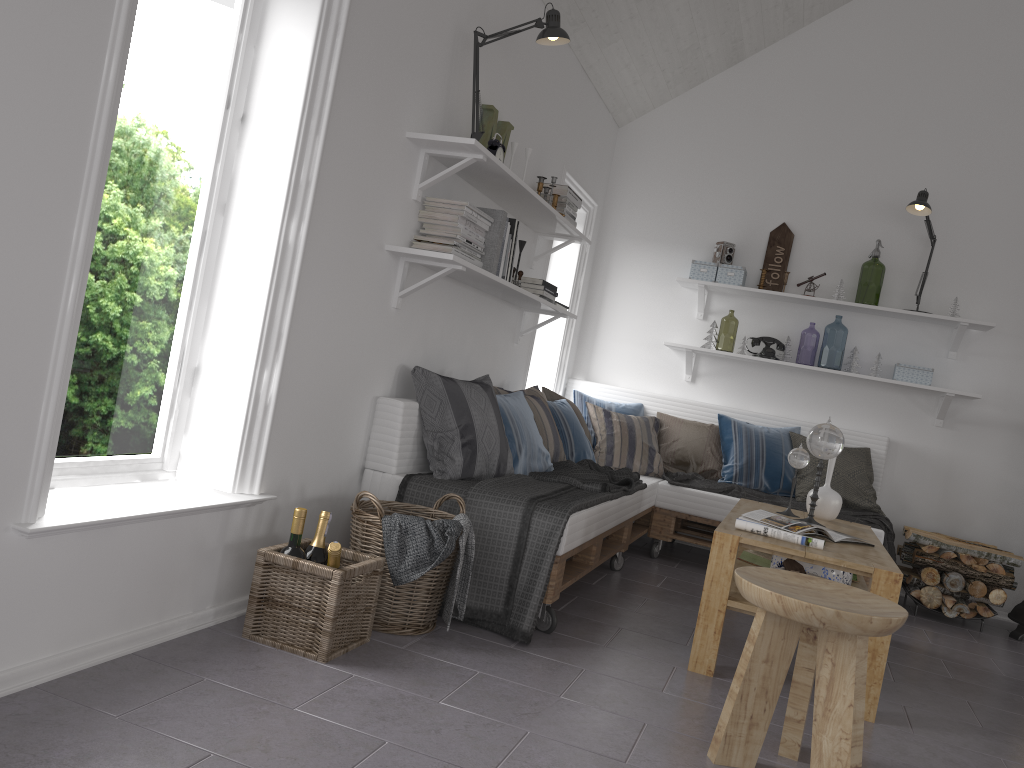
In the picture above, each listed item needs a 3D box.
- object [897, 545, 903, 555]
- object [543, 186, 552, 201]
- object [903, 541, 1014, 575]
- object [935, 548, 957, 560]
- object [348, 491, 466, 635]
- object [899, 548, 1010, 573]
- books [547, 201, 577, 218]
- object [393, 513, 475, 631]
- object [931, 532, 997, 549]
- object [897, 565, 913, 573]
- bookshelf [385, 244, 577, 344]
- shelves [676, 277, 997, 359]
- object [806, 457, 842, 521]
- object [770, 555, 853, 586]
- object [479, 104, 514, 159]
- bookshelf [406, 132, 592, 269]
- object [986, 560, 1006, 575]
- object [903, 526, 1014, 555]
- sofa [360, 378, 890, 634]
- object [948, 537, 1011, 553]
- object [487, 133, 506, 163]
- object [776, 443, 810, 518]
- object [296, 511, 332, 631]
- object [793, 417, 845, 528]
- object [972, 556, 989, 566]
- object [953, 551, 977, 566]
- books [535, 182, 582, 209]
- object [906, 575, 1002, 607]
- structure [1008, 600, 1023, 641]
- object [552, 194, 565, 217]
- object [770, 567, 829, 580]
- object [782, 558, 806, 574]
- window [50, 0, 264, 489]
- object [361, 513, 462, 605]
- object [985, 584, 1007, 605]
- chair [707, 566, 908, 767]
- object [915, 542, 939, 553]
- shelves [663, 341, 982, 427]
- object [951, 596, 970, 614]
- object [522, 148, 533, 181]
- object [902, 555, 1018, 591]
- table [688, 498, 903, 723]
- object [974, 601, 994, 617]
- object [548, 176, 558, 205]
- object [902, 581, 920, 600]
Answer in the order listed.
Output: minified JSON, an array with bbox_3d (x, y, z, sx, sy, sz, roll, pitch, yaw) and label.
[{"bbox_3d":[2.455,1.007,4.985,0.539,0.070,0.101,11,1,19],"label":"object"},{"bbox_3d":[0.159,-0.897,4.349,0.055,0.153,0.055,11,1,-14],"label":"object"},{"bbox_3d":[2.488,0.973,4.955,0.562,0.057,0.097,11,1,18],"label":"object"},{"bbox_3d":[2.395,0.920,4.928,0.098,0.060,0.467,11,1,21],"label":"object"},{"bbox_3d":[-0.365,0.574,2.942,0.393,0.432,0.393,11,1,5],"label":"object"},{"bbox_3d":[2.418,0.984,4.863,0.538,0.082,0.099,11,1,18],"label":"object"},{"bbox_3d":[0.235,-0.911,4.625,0.161,0.026,0.223,11,1,18],"label":"books"},{"bbox_3d":[-0.324,0.594,2.935,0.349,0.356,0.290,11,1,12],"label":"object"},{"bbox_3d":[2.506,0.896,5.046,0.467,0.063,0.095,11,1,18],"label":"object"},{"bbox_3d":[2.470,1.134,5.073,0.569,0.078,0.115,11,1,19],"label":"object"},{"bbox_3d":[-0.069,-0.332,4.009,0.269,0.212,1.820,11,1,18],"label":"bookshelf"},{"bbox_3d":[1.900,-0.396,5.403,1.820,0.212,0.269,11,1,18],"label":"shelves"},{"bbox_3d":[1.448,0.464,4.070,0.155,0.325,0.155,11,1,-11],"label":"object"},{"bbox_3d":[1.158,0.725,3.436,0.302,0.161,0.302,11,1,14],"label":"object"},{"bbox_3d":[-0.093,-1.017,3.848,0.052,0.311,0.330,11,1,18],"label":"object"},{"bbox_3d":[0.008,-0.735,4.003,0.269,0.212,1.820,11,1,18],"label":"bookshelf"},{"bbox_3d":[2.611,0.963,4.853,0.098,0.088,0.466,11,1,19],"label":"object"},{"bbox_3d":[2.448,0.882,4.867,0.562,0.074,0.095,11,1,19],"label":"object"},{"bbox_3d":[0.823,0.534,4.354,2.017,0.932,2.855,11,1,18],"label":"sofa"},{"bbox_3d":[2.488,0.892,4.963,0.541,0.070,0.101,11,1,19],"label":"object"},{"bbox_3d":[-0.068,-0.935,3.608,0.050,0.165,0.120,11,1,18],"label":"object"},{"bbox_3d":[1.274,0.429,3.997,0.109,0.329,0.109,11,1,-13],"label":"object"},{"bbox_3d":[-0.614,0.564,2.682,0.094,0.361,0.127,11,1,18],"label":"object"},{"bbox_3d":[1.319,0.369,3.800,0.155,0.468,0.155,11,1,-3],"label":"object"},{"bbox_3d":[2.543,0.949,4.866,0.044,0.034,0.425,11,1,17],"label":"object"},{"bbox_3d":[2.479,0.935,4.900,0.096,0.068,0.467,11,1,18],"label":"object"},{"bbox_3d":[0.244,-0.977,4.609,0.176,0.053,0.290,11,1,18],"label":"books"},{"bbox_3d":[2.385,1.118,4.790,0.468,0.069,0.095,11,1,18],"label":"object"},{"bbox_3d":[3.391,-1.006,4.704,0.643,4.887,0.626,11,1,-6],"label":"structure"},{"bbox_3d":[0.204,-0.860,4.266,0.124,0.100,0.124,11,1,41],"label":"object"},{"bbox_3d":[1.065,0.737,3.129,0.155,0.102,0.281,10,1,-39],"label":"object"},{"bbox_3d":[1.035,0.710,3.185,0.090,0.139,0.182,10,1,-17],"label":"object"},{"bbox_3d":[-0.973,-0.518,2.362,0.117,1.655,0.685,11,1,18],"label":"window"},{"bbox_3d":[-0.334,0.576,2.878,0.303,0.332,0.367,10,1,-26],"label":"object"},{"bbox_3d":[2.615,1.102,4.865,0.118,0.142,0.520,11,1,22],"label":"object"},{"bbox_3d":[0.752,0.770,2.304,0.431,0.479,0.431,11,1,16],"label":"chair"},{"bbox_3d":[2.315,0.902,4.949,0.098,0.061,0.467,11,1,19],"label":"object"},{"bbox_3d":[1.824,0.007,5.408,1.820,0.212,0.269,11,1,18],"label":"shelves"},{"bbox_3d":[2.441,1.178,4.902,0.097,0.056,0.562,11,1,18],"label":"object"},{"bbox_3d":[0.056,-0.966,4.122,0.084,0.256,0.084,11,1,-13],"label":"object"},{"bbox_3d":[2.427,1.023,4.827,0.562,0.063,0.095,11,1,19],"label":"object"},{"bbox_3d":[1.149,0.824,3.609,0.607,0.485,1.457,11,1,18],"label":"table"},{"bbox_3d":[2.550,1.207,4.864,0.096,0.060,0.467,11,1,18],"label":"object"},{"bbox_3d":[0.185,-0.893,4.171,0.066,0.160,0.066,11,1,5],"label":"object"},{"bbox_3d":[2.248,1.138,5.021,0.052,0.056,0.561,11,1,18],"label":"object"}]
